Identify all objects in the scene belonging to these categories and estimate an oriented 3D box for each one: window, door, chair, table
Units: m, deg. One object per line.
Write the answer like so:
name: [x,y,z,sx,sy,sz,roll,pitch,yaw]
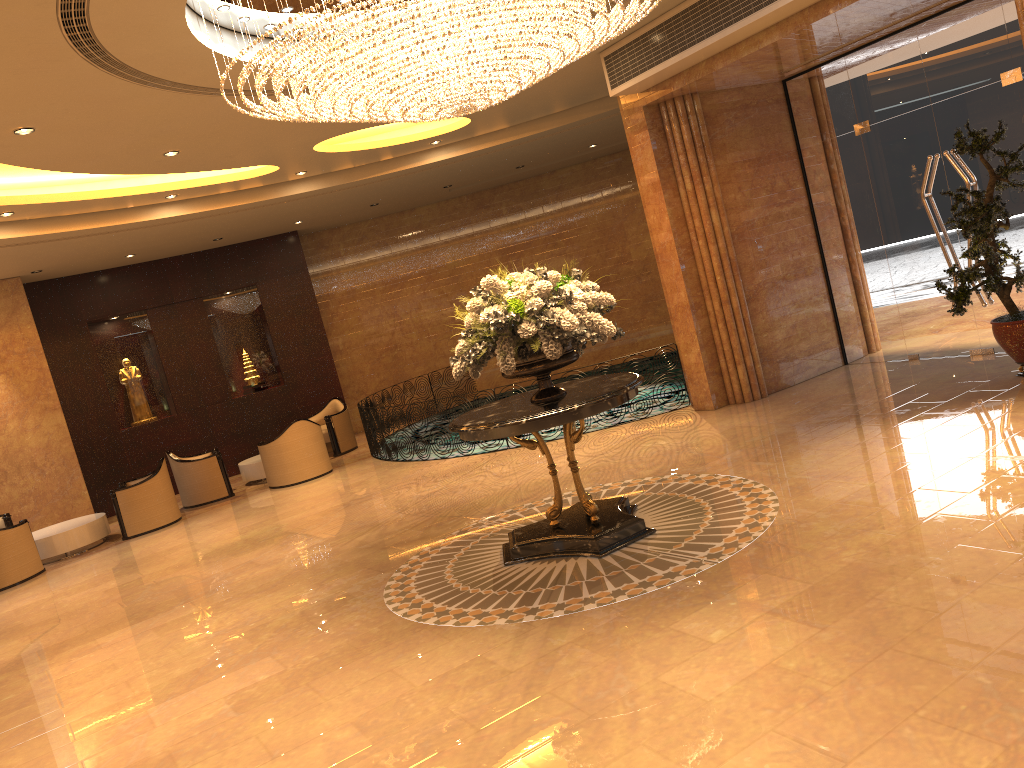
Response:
window: [4.609,-2.010,9.340,0.047,3.571,3.515,-18,7,-30]
door: [4.704,-1.647,9.378,0.195,2.758,1.880,-18,7,-30]
chair: [-6.440,2.064,10.834,0.951,0.916,0.769,-14,6,5]
chair: [-4.781,1.346,13.580,0.769,0.916,0.951,-17,6,-20]
chair: [-5.117,1.559,12.376,0.769,0.916,0.951,-16,6,-15]
table: [0.379,0.628,6.656,1.493,1.089,1.493,-19,7,-37]
chair: [-7.428,2.181,12.181,0.769,0.916,0.951,-13,6,19]
chair: [-3.198,0.976,13.176,0.951,0.916,0.769,-19,7,-35]
table: [-3.787,1.296,14.368,1.196,0.354,1.196,-15,6,-3]
chair: [-3.169,0.751,15.258,0.951,0.916,0.769,-11,7,34]
table: [-6.159,2.142,12.169,1.196,0.354,1.196,-15,6,-4]

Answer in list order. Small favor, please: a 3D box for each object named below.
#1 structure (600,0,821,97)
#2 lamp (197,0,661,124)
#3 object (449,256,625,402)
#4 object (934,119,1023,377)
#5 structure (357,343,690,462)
structure: [2.239,-3.512,8.009,0.425,0.483,4.113,-18,7,-30]
lamp: [-0.491,-2.523,6.296,3.206,1.196,3.204,-14,6,6]
object: [0.149,-0.382,6.535,1.277,0.999,1.318,-15,6,0]
object: [4.385,-1.220,8.064,0.843,2.363,1.250,-10,8,40]
structure: [-0.514,0.318,14.236,3.815,0.995,7.624,-16,6,-12]
